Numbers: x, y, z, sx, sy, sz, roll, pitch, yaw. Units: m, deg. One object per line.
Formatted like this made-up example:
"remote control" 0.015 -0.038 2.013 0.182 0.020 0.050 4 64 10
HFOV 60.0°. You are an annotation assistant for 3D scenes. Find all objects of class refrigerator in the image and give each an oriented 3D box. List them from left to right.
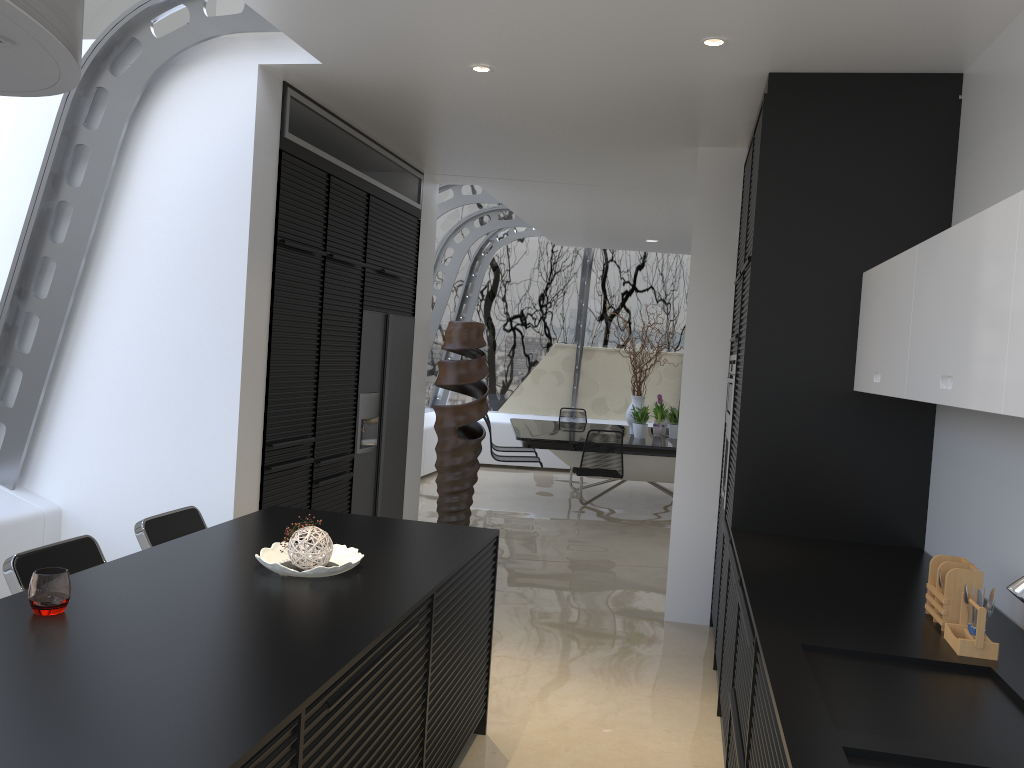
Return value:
"refrigerator" -1.010 0.366 6.325 0.234 1.742 1.006 4 2 11

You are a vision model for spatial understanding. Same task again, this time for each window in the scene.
"window" 4.472 0.260 5.257 16.171 3.674 16.693 4 2 4

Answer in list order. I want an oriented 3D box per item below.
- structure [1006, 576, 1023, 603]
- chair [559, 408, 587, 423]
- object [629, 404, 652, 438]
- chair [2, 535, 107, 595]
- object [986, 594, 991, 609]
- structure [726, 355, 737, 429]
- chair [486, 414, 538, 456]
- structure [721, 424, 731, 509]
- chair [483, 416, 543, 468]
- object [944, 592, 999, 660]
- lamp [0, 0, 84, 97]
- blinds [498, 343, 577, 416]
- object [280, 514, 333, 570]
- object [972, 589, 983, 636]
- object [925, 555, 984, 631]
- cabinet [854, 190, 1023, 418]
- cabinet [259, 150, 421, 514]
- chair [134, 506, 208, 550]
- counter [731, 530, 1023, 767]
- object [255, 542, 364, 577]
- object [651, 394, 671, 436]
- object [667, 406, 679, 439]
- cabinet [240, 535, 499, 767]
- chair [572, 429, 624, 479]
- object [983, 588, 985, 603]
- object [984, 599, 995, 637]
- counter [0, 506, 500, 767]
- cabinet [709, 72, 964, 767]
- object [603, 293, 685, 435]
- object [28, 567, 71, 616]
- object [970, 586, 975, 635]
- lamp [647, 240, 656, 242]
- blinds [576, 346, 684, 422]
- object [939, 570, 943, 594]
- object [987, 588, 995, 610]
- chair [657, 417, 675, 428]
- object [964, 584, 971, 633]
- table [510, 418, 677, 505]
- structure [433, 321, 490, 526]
"structure" 1.063 0.587 1.674 0.248 0.536 0.115 4 2 10
"chair" 0.787 0.584 11.209 0.446 0.519 0.688 4 2 -2
"object" 1.384 0.396 9.547 0.284 0.369 0.215 5 3 37
"chair" -1.355 0.968 2.908 0.460 0.857 0.418 4 2 12
"object" 1.322 0.675 2.496 0.044 0.178 0.019 4 2 -3
"structure" 1.210 0.035 4.895 0.061 0.388 0.592 4 2 11
"chair" -0.033 0.558 10.422 0.688 0.519 0.446 4 2 -2
"structure" 1.187 0.438 4.908 0.023 0.420 0.592 4 2 12
"chair" -0.006 0.593 9.497 0.688 0.519 0.446 4 2 -2
"object" 1.267 0.678 2.446 0.100 0.170 0.173 4 2 14
"lamp" -0.845 -0.920 0.839 0.606 0.966 1.112 4 2 11
"blinds" -0.097 0.444 12.538 1.829 2.118 0.663 4 2 -2
"object" -0.647 0.513 2.856 0.190 0.191 0.165 5 3 39
"object" 1.293 0.664 2.469 0.019 0.196 0.022 4 2 0
"object" 1.334 0.647 2.684 0.104 0.223 0.200 4 2 12
"cabinet" 1.315 -0.174 2.005 0.343 0.515 3.741 4 2 11
"cabinet" -1.404 0.018 5.792 0.831 2.558 2.252 4 2 13
"chair" -1.217 0.954 3.545 0.460 0.857 0.418 4 2 12
"counter" 1.015 0.739 2.087 0.804 0.025 3.738 4 2 11
"object" -0.649 0.574 2.847 0.334 0.078 0.329 4 2 -2
"object" 1.670 0.344 10.102 0.238 0.476 0.417 5 2 26
"object" 1.809 0.416 9.767 0.284 0.369 0.215 5 2 32
"cabinet" -0.942 1.042 1.905 1.007 0.838 3.800 4 2 11
"chair" 0.860 0.679 8.696 0.446 0.519 0.688 4 2 -2
"object" 1.309 0.665 2.486 0.023 0.196 0.018 4 2 7
"object" 1.310 0.675 2.460 0.019 0.178 0.044 3 2 -23
"counter" -0.913 0.615 1.889 1.006 0.018 3.800 4 2 11
"cabinet" 1.195 0.118 2.760 0.831 2.901 5.157 4 2 11
"object" 1.533 -0.195 9.771 1.135 1.549 1.031 3 2 -10
"object" -1.167 0.525 2.241 0.095 0.106 0.095 4 2 9
"object" 1.289 0.664 2.479 0.020 0.196 0.018 5 2 21
"lamp" 6.499 -1.068 5.032 9.928 0.004 9.775 4 2 -1
"blinds" 1.659 0.033 12.411 1.430 1.027 0.329 4 2 -2
"object" 1.288 0.653 2.659 0.040 0.192 0.042 3 2 -28
"object" 1.327 0.663 2.482 0.040 0.192 0.042 2 3 -42
"chair" 2.060 0.667 11.250 0.446 0.519 0.688 4 2 -2
"object" 1.280 0.659 2.492 0.040 0.192 0.042 2 3 -41
"table" 1.494 0.952 9.991 3.031 0.759 2.494 4 2 -2
"structure" -0.462 0.372 7.795 0.493 1.843 0.498 4 2 9
